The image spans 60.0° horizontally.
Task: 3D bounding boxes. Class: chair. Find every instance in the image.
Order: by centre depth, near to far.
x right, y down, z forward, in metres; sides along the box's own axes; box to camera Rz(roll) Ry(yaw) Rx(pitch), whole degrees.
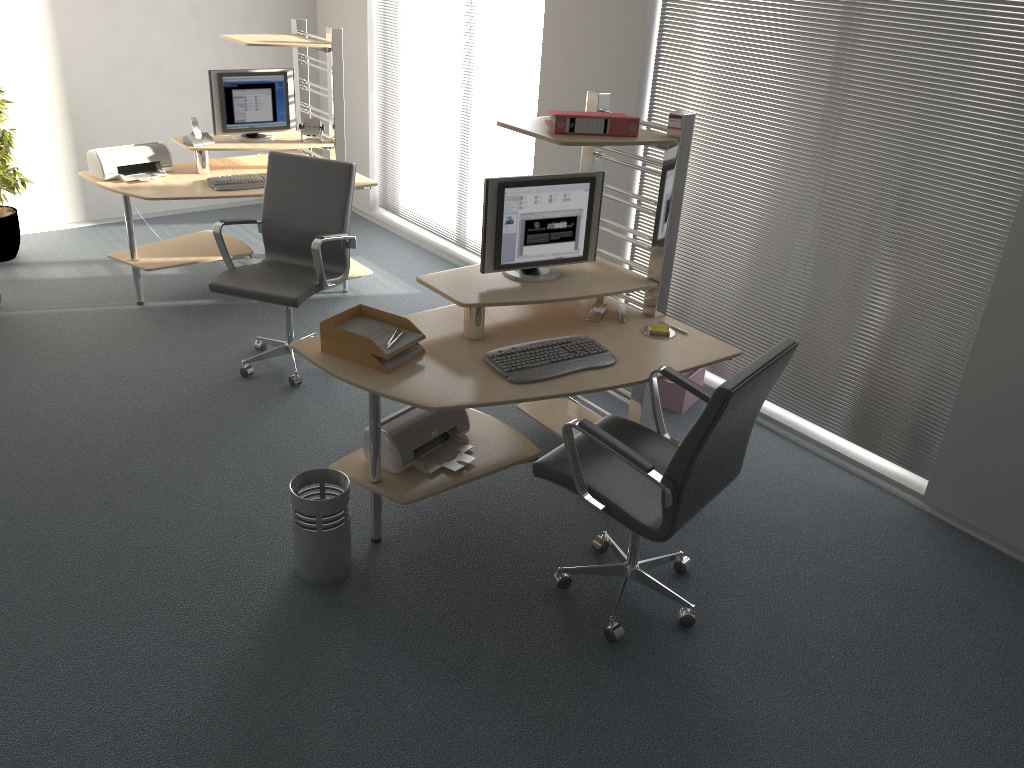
[{"bbox_3d":[0.470,0.304,3.031,0.652,1.048,0.584,22,32,32],"label":"chair"},{"bbox_3d":[-1.151,-0.577,4.543,0.584,1.048,0.652,11,28,14],"label":"chair"}]

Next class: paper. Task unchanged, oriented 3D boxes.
[{"bbox_3d":[-0.506,-0.180,3.239,0.297,0.010,0.210,18,30,26],"label":"paper"},{"bbox_3d":[-0.509,-0.134,3.263,0.297,0.019,0.210,18,30,26],"label":"paper"}]

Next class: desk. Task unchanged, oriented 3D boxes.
[{"bbox_3d":[0.040,-0.187,3.368,1.469,1.566,0.967,-17,34,-35],"label":"desk"},{"bbox_3d":[-1.679,-1.280,5.282,1.469,1.566,0.967,-17,34,-35],"label":"desk"}]

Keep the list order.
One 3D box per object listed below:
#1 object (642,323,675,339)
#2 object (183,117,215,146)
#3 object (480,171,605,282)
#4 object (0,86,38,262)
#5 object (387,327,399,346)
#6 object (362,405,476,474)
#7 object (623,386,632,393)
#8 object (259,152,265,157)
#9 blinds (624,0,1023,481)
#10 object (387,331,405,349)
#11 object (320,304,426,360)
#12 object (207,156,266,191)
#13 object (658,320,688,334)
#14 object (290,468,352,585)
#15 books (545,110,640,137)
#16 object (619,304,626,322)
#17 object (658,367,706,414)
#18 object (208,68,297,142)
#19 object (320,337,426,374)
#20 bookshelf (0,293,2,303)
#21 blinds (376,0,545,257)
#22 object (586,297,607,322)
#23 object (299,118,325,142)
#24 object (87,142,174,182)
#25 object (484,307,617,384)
[{"bbox_3d":[0.595,-0.221,3.584,0.132,0.026,0.132,-17,33,-35],"label":"object"},{"bbox_3d":[-1.887,-1.519,5.317,0.119,0.151,0.150,22,32,32],"label":"object"},{"bbox_3d":[0.104,-0.652,3.587,0.516,0.418,0.245,-4,28,-16],"label":"object"},{"bbox_3d":[-3.371,-1.350,5.676,0.544,1.147,0.644,-1,27,-10],"label":"object"},{"bbox_3d":[-0.431,-0.172,3.214,0.008,0.009,0.159,6,27,5],"label":"object"},{"bbox_3d":[-0.314,0.202,3.482,0.351,0.162,0.438,21,32,30],"label":"object"},{"bbox_3d":[0.704,-0.078,4.761,0.245,0.202,0.185,-17,34,-35],"label":"object"},{"bbox_3d":[-1.423,-1.382,5.643,0.168,0.088,0.742,-15,33,-33],"label":"object"},{"bbox_3d":[1.336,-1.186,3.967,0.022,2.770,1.950,-17,34,-35],"label":"blinds"},{"bbox_3d":[-0.418,-0.159,3.190,0.008,0.009,0.159,10,28,12],"label":"object"},{"bbox_3d":[-0.506,-0.196,3.232,0.309,0.060,0.225,18,30,26],"label":"object"},{"bbox_3d":[-1.674,-1.287,5.430,0.478,0.082,0.814,-12,31,-28],"label":"object"},{"bbox_3d":[0.658,-0.235,3.637,0.011,0.011,0.158,-19,35,-37],"label":"object"},{"bbox_3d":[-0.689,0.519,3.215,0.208,0.377,0.208,6,27,3],"label":"object"},{"bbox_3d":[0.307,-1.027,3.441,0.320,0.072,0.262,0,27,-7],"label":"books"},{"bbox_3d":[0.461,-0.300,3.705,0.022,0.042,0.134,5,27,2],"label":"object"},{"bbox_3d":[0.864,0.003,4.622,0.185,0.202,0.245,20,31,28],"label":"object"},{"bbox_3d":[-1.602,-1.735,5.483,0.516,0.418,0.245,-8,29,-22],"label":"object"},{"bbox_3d":[-0.509,-0.146,3.257,0.309,0.060,0.225,18,30,26],"label":"object"},{"bbox_3d":[-3.086,-1.019,4.588,0.381,1.572,0.724,-2,28,-11],"label":"bookshelf"},{"bbox_3d":[-0.388,-2.281,5.884,0.037,2.749,1.950,-17,34,-35],"label":"blinds"},{"bbox_3d":[0.357,-0.321,3.709,0.054,0.064,0.159,12,28,15],"label":"object"},{"bbox_3d":[-1.252,-1.592,5.558,0.154,0.135,0.093,2,27,-3],"label":"object"},{"bbox_3d":[-2.186,-1.292,5.171,0.351,0.162,0.438,26,35,37],"label":"object"},{"bbox_3d":[0.005,-0.192,3.506,0.478,0.082,0.814,-12,31,-28],"label":"object"}]
